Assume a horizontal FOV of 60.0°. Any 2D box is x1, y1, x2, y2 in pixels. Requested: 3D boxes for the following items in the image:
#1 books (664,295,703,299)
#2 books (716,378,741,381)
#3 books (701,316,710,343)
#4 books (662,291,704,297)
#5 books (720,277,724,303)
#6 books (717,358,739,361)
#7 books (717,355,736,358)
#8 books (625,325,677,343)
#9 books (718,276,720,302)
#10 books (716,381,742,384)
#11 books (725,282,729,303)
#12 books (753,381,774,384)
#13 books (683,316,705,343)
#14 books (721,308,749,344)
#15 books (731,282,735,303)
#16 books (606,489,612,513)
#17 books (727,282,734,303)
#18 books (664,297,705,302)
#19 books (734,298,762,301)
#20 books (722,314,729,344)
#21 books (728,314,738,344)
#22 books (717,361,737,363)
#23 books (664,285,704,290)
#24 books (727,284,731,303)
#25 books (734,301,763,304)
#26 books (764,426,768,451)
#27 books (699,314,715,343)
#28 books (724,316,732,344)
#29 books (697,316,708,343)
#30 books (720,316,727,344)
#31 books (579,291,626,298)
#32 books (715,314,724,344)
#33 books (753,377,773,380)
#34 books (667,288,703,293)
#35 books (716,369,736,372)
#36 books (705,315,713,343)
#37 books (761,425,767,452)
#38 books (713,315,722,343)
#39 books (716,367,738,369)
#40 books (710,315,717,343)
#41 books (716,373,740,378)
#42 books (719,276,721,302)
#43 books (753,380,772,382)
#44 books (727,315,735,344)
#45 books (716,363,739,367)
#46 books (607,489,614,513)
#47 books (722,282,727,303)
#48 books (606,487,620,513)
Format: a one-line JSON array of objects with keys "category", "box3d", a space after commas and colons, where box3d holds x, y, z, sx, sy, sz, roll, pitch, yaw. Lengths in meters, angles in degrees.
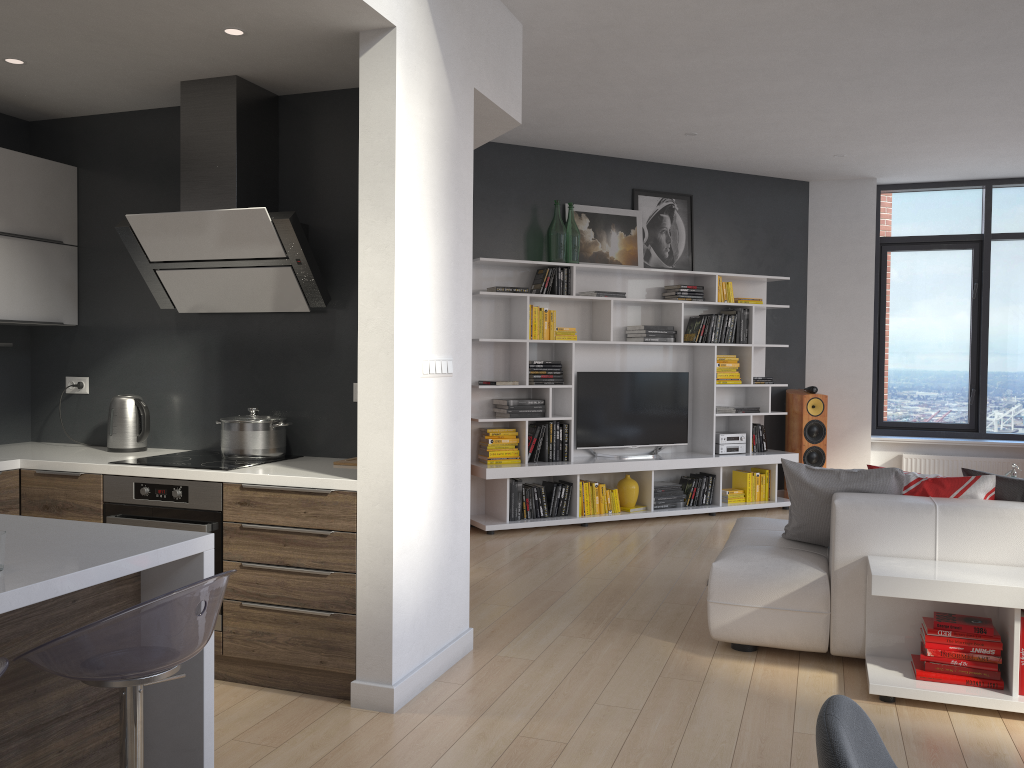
[{"category": "books", "box3d": [1.467, -0.739, 7.574, 0.264, 0.020, 0.189, 0, 2, -27]}, {"category": "books", "box3d": [1.840, -0.041, 7.779, 0.257, 0.024, 0.203, 0, 2, -23]}, {"category": "books", "box3d": [1.618, -0.464, 7.621, 0.081, 0.233, 0.169, 0, 2, -27]}, {"category": "books", "box3d": [1.461, -0.766, 7.592, 0.284, 0.030, 0.214, 0, 2, -22]}, {"category": "books", "box3d": [1.761, -0.811, 7.671, 0.054, 0.224, 0.164, 0, 2, -26]}, {"category": "books", "box3d": [1.848, -0.218, 7.791, 0.223, 0.023, 0.163, 0, 2, -22]}, {"category": "books", "box3d": [1.830, -0.242, 7.806, 0.223, 0.023, 0.163, 0, 2, -22]}, {"category": "books", "box3d": [1.168, -0.416, 7.454, 0.343, 0.137, 0.277, 0, 2, -31]}, {"category": "books", "box3d": [1.725, -0.812, 7.624, 0.041, 0.229, 0.161, 0, 2, -27]}, {"category": "books", "box3d": [1.846, -0.015, 7.773, 0.257, 0.028, 0.194, 0, 2, -21]}, {"category": "books", "box3d": [1.820, -0.787, 7.668, 0.044, 0.178, 0.128, 0, 2, -26]}, {"category": "books", "box3d": [2.194, -0.013, 7.893, 0.213, 0.023, 0.161, 0, 2, -22]}, {"category": "books", "box3d": [1.556, -0.464, 7.601, 0.104, 0.234, 0.182, 0, 2, -26]}, {"category": "books", "box3d": [1.959, -0.505, 7.825, 0.128, 0.321, 0.259, 0, 2, -26]}, {"category": "books", "box3d": [1.874, -0.791, 7.706, 0.044, 0.184, 0.142, 0, 2, -25]}, {"category": "books", "box3d": [0.745, 0.936, 7.133, 0.056, 0.188, 0.138, 0, 2, -26]}, {"category": "books", "box3d": [1.856, -0.790, 7.689, 0.064, 0.184, 0.141, 0, 2, -25]}, {"category": "books", "box3d": [1.469, -0.714, 7.572, 0.284, 0.030, 0.214, 0, 2, -22]}, {"category": "books", "box3d": [2.042, -0.740, 7.834, 0.257, 0.024, 0.203, 0, 2, -23]}, {"category": "books", "box3d": [1.794, -0.476, 7.717, 0.075, 0.254, 0.192, 0, 2, -27]}, {"category": "books", "box3d": [1.883, -0.479, 7.759, 0.066, 0.260, 0.197, 0, 2, -26]}, {"category": "books", "box3d": [1.839, -0.195, 7.791, 0.227, 0.022, 0.160, 0, 2, -10]}, {"category": "books", "box3d": [1.469, -0.820, 7.577, 0.266, 0.030, 0.209, 0, 2, -32]}, {"category": "books", "box3d": [1.841, -0.777, 7.666, 0.046, 0.161, 0.108, 0, 2, -27]}, {"category": "books", "box3d": [2.048, -0.714, 7.829, 0.257, 0.028, 0.194, 0, 2, -21]}, {"category": "books", "box3d": [2.207, 0.484, 7.964, 0.077, 0.233, 0.179, 0, 2, -26]}, {"category": "books", "box3d": [1.664, -0.475, 7.658, 0.075, 0.254, 0.192, 0, 2, -27]}, {"category": "books", "box3d": [1.823, -0.470, 7.717, 0.071, 0.243, 0.179, 0, 2, -27]}, {"category": "books", "box3d": [1.584, -0.464, 7.620, 0.096, 0.234, 0.187, 0, 2, -25]}, {"category": "books", "box3d": [1.785, -0.467, 7.684, 0.069, 0.242, 0.172, 0, 2, -25]}, {"category": "books", "box3d": [0.733, -0.720, 7.213, 0.310, 0.047, 0.250, 0, 2, -30]}, {"category": "books", "box3d": [1.753, -0.478, 7.700, 0.066, 0.260, 0.197, 0, 2, -26]}, {"category": "books", "box3d": [2.188, -0.051, 7.909, 0.213, 0.023, 0.161, 0, 2, -22]}, {"category": "books", "box3d": [1.476, -0.793, 7.568, 0.246, 0.026, 0.180, 0, 2, -23]}, {"category": "books", "box3d": [1.832, -0.120, 7.771, 0.217, 0.023, 0.145, 0, 2, -21]}, {"category": "books", "box3d": [1.655, -0.467, 7.625, 0.069, 0.242, 0.172, 0, 2, -25]}, {"category": "books", "box3d": [2.190, 0.481, 7.921, 0.066, 0.242, 0.177, 0, 2, -26]}, {"category": "books", "box3d": [1.723, -0.473, 7.684, 0.084, 0.249, 0.191, 0, 2, -26]}, {"category": "books", "box3d": [1.835, -0.141, 7.791, 0.239, 0.019, 0.171, 0, 2, -26]}, {"category": "books", "box3d": [1.691, -0.468, 7.664, 0.068, 0.243, 0.179, 0, 2, -27]}, {"category": "books", "box3d": [1.839, -0.075, 7.782, 0.243, 0.042, 0.189, 0, 2, -26]}, {"category": "books", "box3d": [1.738, -0.811, 7.650, 0.041, 0.224, 0.163, 0, 2, -27]}, {"category": "books", "box3d": [2.192, -0.032, 7.895, 0.198, 0.015, 0.142, 0, 2, -27]}, {"category": "books", "box3d": [1.853, -0.474, 7.744, 0.084, 0.249, 0.191, 0, 2, -26]}, {"category": "books", "box3d": [1.846, -0.167, 7.793, 0.239, 0.033, 0.176, 0, 2, -23]}, {"category": "books", "box3d": [0.768, 0.936, 7.136, 0.046, 0.187, 0.134, 0, 2, -26]}, {"category": "books", "box3d": [1.799, -0.788, 7.666, 0.054, 0.180, 0.132, 0, 2, -26]}, {"category": "books", "box3d": [0.806, 0.933, 7.157, 0.067, 0.193, 0.148, 0, 2, -25]}]
